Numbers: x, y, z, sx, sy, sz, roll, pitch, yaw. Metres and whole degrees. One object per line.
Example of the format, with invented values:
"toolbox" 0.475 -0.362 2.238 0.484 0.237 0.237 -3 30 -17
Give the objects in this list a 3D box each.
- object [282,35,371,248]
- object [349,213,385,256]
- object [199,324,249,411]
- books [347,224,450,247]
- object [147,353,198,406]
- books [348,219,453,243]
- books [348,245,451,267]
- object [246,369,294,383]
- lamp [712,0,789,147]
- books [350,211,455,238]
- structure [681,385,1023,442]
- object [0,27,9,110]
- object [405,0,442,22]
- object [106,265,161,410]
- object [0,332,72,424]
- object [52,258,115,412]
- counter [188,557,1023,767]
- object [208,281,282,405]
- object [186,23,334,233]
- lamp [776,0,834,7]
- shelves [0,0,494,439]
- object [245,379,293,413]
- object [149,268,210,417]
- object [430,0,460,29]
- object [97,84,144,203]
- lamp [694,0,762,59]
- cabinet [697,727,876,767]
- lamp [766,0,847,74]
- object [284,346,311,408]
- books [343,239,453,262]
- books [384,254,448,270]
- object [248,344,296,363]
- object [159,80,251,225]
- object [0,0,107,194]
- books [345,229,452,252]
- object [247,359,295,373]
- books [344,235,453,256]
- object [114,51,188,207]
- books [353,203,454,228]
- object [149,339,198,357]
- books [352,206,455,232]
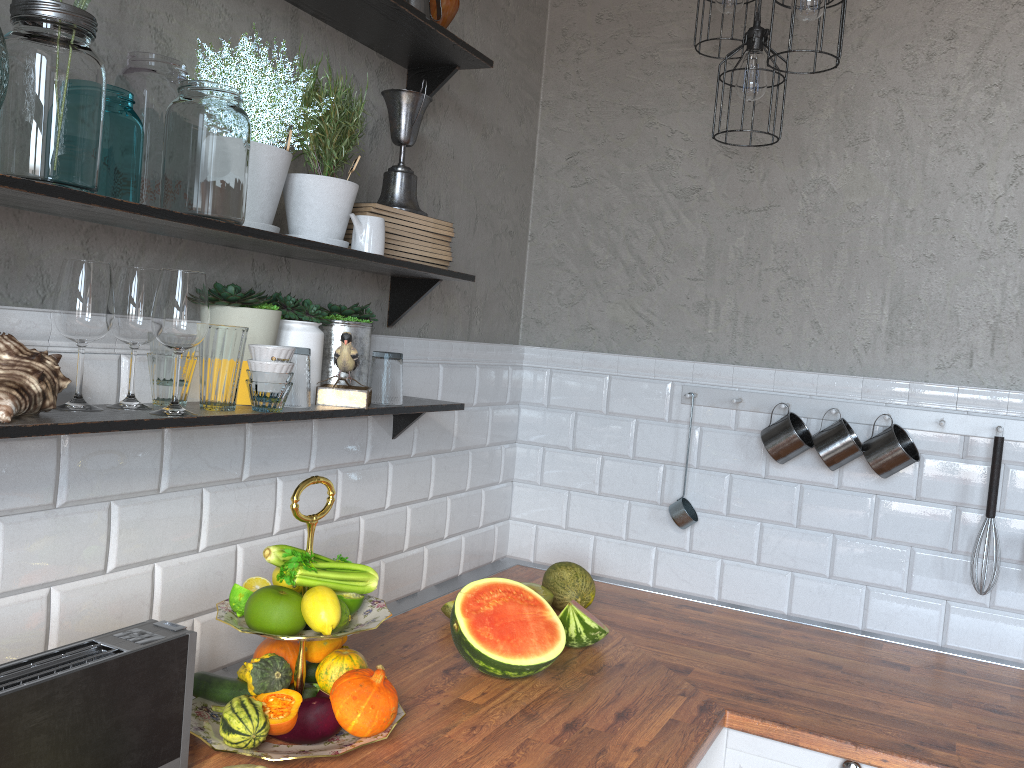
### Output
"object" -0.352 -0.445 1.672 0.171 0.380 0.182 4 3 -13
"object" -0.278 -0.287 1.713 0.108 0.071 0.061 3 3 -34
"object" -0.478 -0.027 1.454 0.079 0.139 0.078 5 3 -2
"books" -0.271 -0.322 1.923 0.155 0.011 0.266 7 3 29
"object" -0.561 -0.007 1.459 0.076 0.083 0.079 8 4 43
"books" -0.270 -0.332 1.922 0.155 0.011 0.266 7 3 32
"books" -0.274 -0.278 1.925 0.155 0.011 0.266 7 3 32
"object" -0.411 0.003 1.499 0.076 0.051 0.078 6 3 19
"lamp" 0.605 -1.417 1.967 0.147 1.734 0.146 5 3 -2
"books" -0.269 -0.343 1.921 0.154 0.016 0.266 7 4 38
"structure" 0.943 0.083 2.240 1.068 0.053 0.096 6 3 25
"object" -0.644 -0.586 0.956 0.339 0.674 0.332 5 3 -6
"object" -0.192 -0.780 1.793 0.073 0.096 0.095 6 3 27
"object" -0.581 -0.071 1.365 0.081 0.217 0.082 6 3 12
"object" -0.656 -0.012 1.150 0.096 0.111 0.177 5 3 4
"object" -0.625 -0.071 1.288 0.081 0.217 0.082 6 3 12
"counter" 0.748 0.731 0.656 3.334 0.039 3.215 6 3 26
"object" -0.501 -0.075 1.581 0.155 0.217 0.157 5 3 6
"object" -0.460 -0.438 1.574 0.229 0.354 0.250 8 4 44
"lamp" 0.776 -1.790 2.084 0.147 1.734 0.146 5 3 -2
"shelves" -0.484 -0.286 1.494 0.225 0.923 1.339 6 3 27
"object" -0.413 0.021 1.500 0.076 0.051 0.078 6 3 19
"object" -0.501 -0.062 1.330 0.081 0.217 0.082 6 3 12
"object" -0.169 -0.936 1.918 0.266 0.397 0.236 3 4 -40
"object" -0.610 -0.345 1.296 0.124 0.172 0.128 7 3 29
"lamp" 0.595 -1.679 2.123 0.149 1.734 0.144 4 3 -22
"cabinet" 0.789 1.123 1.147 4.251 0.854 1.962 4 3 -19
"lamp" 0.675 -1.525 1.789 0.149 1.734 0.144 3 3 -32
"object" -0.406 -0.014 1.626 0.077 0.108 0.079 6 3 19
"books" -0.273 -0.289 1.924 0.154 0.016 0.266 7 4 38
"books" -0.275 -0.267 1.925 0.155 0.011 0.266 7 3 29
"object" -0.407 -0.039 1.497 0.076 0.051 0.078 6 3 12
"object" -0.472 -0.353 1.371 0.127 0.206 0.122 3 4 -42
"object" -0.531 -0.514 1.100 0.277 0.540 0.194 6 3 17
"books" -0.272 -0.310 1.923 0.155 0.011 0.266 7 3 32
"object" -0.410 -0.014 1.498 0.075 0.051 0.079 8 4 44
"books" -0.273 -0.300 1.924 0.154 0.016 0.266 7 3 35
"object" -0.593 -0.396 1.453 0.129 0.264 0.134 7 3 31
"books" -0.267 -0.364 1.921 0.155 0.011 0.266 7 3 32
"object" -0.559 -0.040 1.457 0.076 0.083 0.079 8 4 43
"books" -0.268 -0.354 1.921 0.154 0.016 0.266 7 3 35
